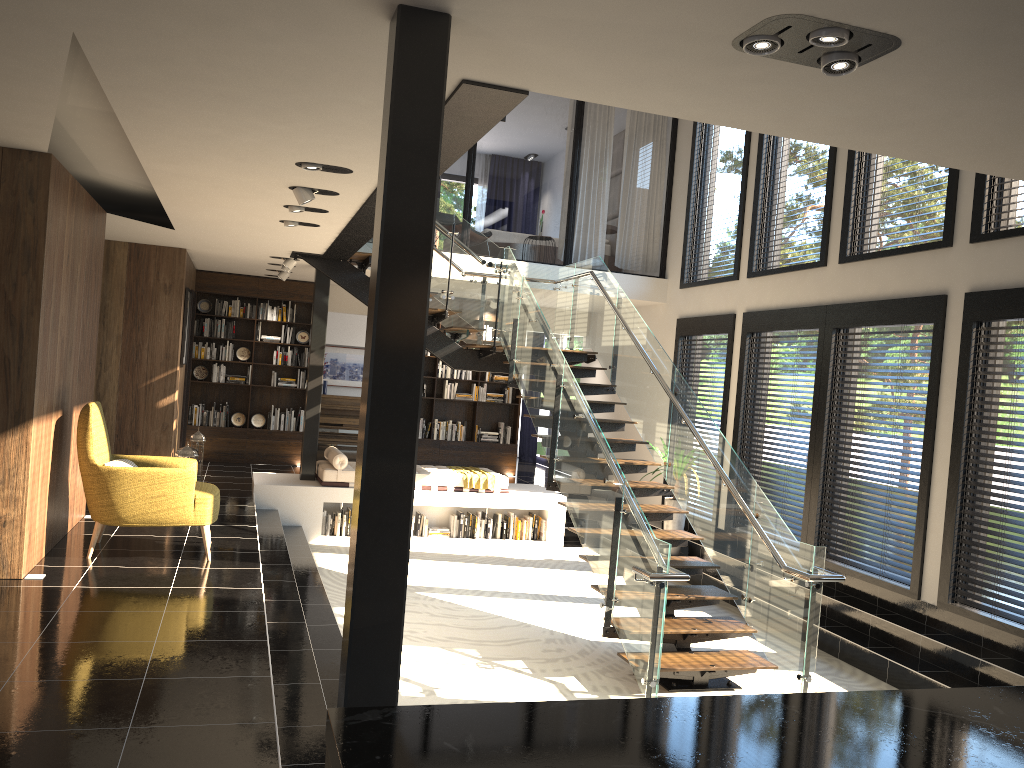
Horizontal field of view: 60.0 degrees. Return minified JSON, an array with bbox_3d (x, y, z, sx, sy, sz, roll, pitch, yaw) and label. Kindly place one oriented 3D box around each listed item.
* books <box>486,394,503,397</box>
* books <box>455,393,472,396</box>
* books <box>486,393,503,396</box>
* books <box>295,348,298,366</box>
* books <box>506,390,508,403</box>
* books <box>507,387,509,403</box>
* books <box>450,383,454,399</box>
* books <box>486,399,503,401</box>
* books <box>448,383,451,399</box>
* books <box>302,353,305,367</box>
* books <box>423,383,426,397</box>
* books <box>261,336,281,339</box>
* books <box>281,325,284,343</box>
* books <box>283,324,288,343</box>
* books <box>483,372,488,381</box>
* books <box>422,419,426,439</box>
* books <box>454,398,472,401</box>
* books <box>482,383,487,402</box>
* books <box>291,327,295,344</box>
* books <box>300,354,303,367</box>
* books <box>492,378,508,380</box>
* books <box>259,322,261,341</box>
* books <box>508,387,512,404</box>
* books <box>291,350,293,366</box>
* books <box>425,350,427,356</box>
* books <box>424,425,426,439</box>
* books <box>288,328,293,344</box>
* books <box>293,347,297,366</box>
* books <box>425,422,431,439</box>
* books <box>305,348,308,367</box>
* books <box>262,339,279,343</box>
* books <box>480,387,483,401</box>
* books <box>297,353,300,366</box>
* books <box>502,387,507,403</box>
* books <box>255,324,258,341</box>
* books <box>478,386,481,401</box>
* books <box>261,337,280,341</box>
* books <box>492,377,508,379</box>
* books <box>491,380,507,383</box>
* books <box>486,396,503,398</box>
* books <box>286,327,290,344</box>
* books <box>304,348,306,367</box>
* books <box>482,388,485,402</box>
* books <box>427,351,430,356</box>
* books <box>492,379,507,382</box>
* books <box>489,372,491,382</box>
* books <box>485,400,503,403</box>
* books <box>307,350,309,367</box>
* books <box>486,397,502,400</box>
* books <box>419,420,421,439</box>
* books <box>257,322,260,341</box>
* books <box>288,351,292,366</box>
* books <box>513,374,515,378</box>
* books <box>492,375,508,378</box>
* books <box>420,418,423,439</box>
[{"bbox_3d":[-0.287,0.181,13.859,0.260,0.021,0.167,4,0,-20],"label":"books"},{"bbox_3d":[-0.761,0.159,13.716,0.274,0.025,0.156,5,0,-14],"label":"books"},{"bbox_3d":[-0.287,0.159,13.865,0.272,0.022,0.156,4,0,-19],"label":"books"},{"bbox_3d":[-3.150,-0.390,12.944,0.016,0.262,0.155,4,1,-17],"label":"books"},{"bbox_3d":[-0.102,0.191,13.912,0.025,0.212,0.167,4,1,-17],"label":"books"},{"bbox_3d":[-0.080,0.176,13.927,0.023,0.246,0.147,4,1,-17],"label":"books"},{"bbox_3d":[-0.937,0.111,13.627,0.036,0.244,0.194,4,1,-17],"label":"books"},{"bbox_3d":[-0.293,0.246,13.863,0.274,0.022,0.156,4,0,-20],"label":"books"},{"bbox_3d":[-0.976,0.107,13.642,0.030,0.245,0.166,4,1,-17],"label":"books"},{"bbox_3d":[-3.052,-0.356,12.974,0.020,0.209,0.147,4,1,-17],"label":"books"},{"bbox_3d":[-1.353,0.096,13.547,0.028,0.210,0.169,4,1,-17],"label":"books"},{"bbox_3d":[-3.511,-0.682,12.904,0.264,0.021,0.189,4,0,-19],"label":"books"},{"bbox_3d":[-3.345,-0.727,12.928,0.023,0.264,0.218,4,1,-17],"label":"books"},{"bbox_3d":[-3.305,-0.735,12.923,0.049,0.286,0.259,4,1,-17],"label":"books"},{"bbox_3d":[-0.407,-0.152,13.851,0.024,0.219,0.174,4,1,-17],"label":"books"},{"bbox_3d":[-1.371,0.682,13.589,0.036,0.302,0.186,4,1,-17],"label":"books"},{"bbox_3d":[-0.767,0.234,13.717,0.274,0.025,0.156,4,0,-20],"label":"books"},{"bbox_3d":[-0.439,0.132,13.800,0.031,0.277,0.168,4,1,-17],"label":"books"},{"bbox_3d":[-3.199,-0.709,12.961,0.035,0.251,0.196,4,1,-17],"label":"books"},{"bbox_3d":[-3.080,-0.349,12.985,0.026,0.190,0.121,4,1,-17],"label":"books"},{"bbox_3d":[-0.174,-0.077,13.926,0.259,0.020,0.167,4,0,-19],"label":"books"},{"bbox_3d":[-3.651,-0.758,12.838,0.016,0.278,0.209,4,1,-17],"label":"books"},{"bbox_3d":[-0.050,0.176,13.913,0.026,0.251,0.178,4,1,-17],"label":"books"},{"bbox_3d":[-3.215,-0.384,12.949,0.030,0.239,0.146,4,1,-17],"label":"books"},{"bbox_3d":[-1.316,-0.553,13.539,0.032,0.247,0.114,4,1,-17],"label":"books"},{"bbox_3d":[-1.352,0.729,13.618,0.023,0.212,0.123,4,1,-17],"label":"books"},{"bbox_3d":[-3.243,-0.706,12.963,0.047,0.238,0.225,4,1,-17],"label":"books"},{"bbox_3d":[-3.177,-0.400,12.943,0.037,0.277,0.179,4,1,-17],"label":"books"},{"bbox_3d":[-1.299,0.712,13.617,0.075,0.255,0.181,4,1,-17],"label":"books"},{"bbox_3d":[-3.013,-0.388,12.981,0.016,0.278,0.201,4,1,-17],"label":"books"},{"bbox_3d":[-3.516,-0.625,12.909,0.239,0.033,0.176,4,0,-20],"label":"books"},{"bbox_3d":[-0.497,0.159,13.792,0.029,0.214,0.149,4,1,-17],"label":"books"},{"bbox_3d":[-3.124,-0.355,12.981,0.060,0.196,0.119,4,1,-17],"label":"books"},{"bbox_3d":[-0.124,0.174,13.894,0.030,0.244,0.176,4,1,-17],"label":"books"},{"bbox_3d":[-3.705,-0.745,12.844,0.028,0.242,0.194,4,1,-17],"label":"books"},{"bbox_3d":[-0.526,0.148,13.795,0.025,0.232,0.156,4,1,-17],"label":"books"},{"bbox_3d":[-3.510,-0.656,12.896,0.266,0.030,0.209,5,0,-16],"label":"books"},{"bbox_3d":[-0.172,-0.096,13.924,0.260,0.020,0.167,4,0,-20],"label":"books"},{"bbox_3d":[-0.179,-0.035,13.930,0.266,0.021,0.156,4,0,-20],"label":"books"},{"bbox_3d":[-0.289,0.202,13.861,0.268,0.022,0.156,4,0,-21],"label":"books"},{"bbox_3d":[-3.272,-0.707,12.936,0.025,0.235,0.231,4,1,-17],"label":"books"},{"bbox_3d":[-3.035,-0.389,12.993,0.018,0.278,0.114,4,1,-17],"label":"books"},{"bbox_3d":[-0.466,0.164,13.782,0.026,0.210,0.184,4,1,-17],"label":"books"},{"bbox_3d":[-1.276,-0.529,13.517,0.034,0.206,0.167,4,1,-17],"label":"books"},{"bbox_3d":[-0.177,-0.056,13.931,0.272,0.021,0.156,4,0,-19],"label":"books"},{"bbox_3d":[-0.357,-0.136,13.847,0.026,0.196,0.147,4,1,-17],"label":"books"},{"bbox_3d":[-0.291,0.270,13.852,0.288,0.026,0.175,5,0,-13],"label":"books"},{"bbox_3d":[-3.005,-0.371,13.007,0.018,0.246,0.144,4,1,-17],"label":"books"},{"bbox_3d":[-0.294,0.223,13.872,0.247,0.022,0.148,5,0,-16],"label":"books"},{"bbox_3d":[-1.429,0.687,13.557,0.030,0.284,0.177,4,1,-17],"label":"books"},{"bbox_3d":[-3.670,-0.760,12.827,0.027,0.279,0.166,4,1,-17],"label":"books"},{"bbox_3d":[-3.236,-0.375,12.918,0.027,0.219,0.139,4,1,-17],"label":"books"},{"bbox_3d":[0.004,-0.130,13.962,0.028,0.240,0.187,4,1,-17],"label":"books"},{"bbox_3d":[-0.175,-0.117,13.937,0.246,0.021,0.148,5,0,-17],"label":"books"},{"bbox_3d":[-1.404,0.676,13.583,0.031,0.310,0.169,4,1,-17],"label":"books"}]
